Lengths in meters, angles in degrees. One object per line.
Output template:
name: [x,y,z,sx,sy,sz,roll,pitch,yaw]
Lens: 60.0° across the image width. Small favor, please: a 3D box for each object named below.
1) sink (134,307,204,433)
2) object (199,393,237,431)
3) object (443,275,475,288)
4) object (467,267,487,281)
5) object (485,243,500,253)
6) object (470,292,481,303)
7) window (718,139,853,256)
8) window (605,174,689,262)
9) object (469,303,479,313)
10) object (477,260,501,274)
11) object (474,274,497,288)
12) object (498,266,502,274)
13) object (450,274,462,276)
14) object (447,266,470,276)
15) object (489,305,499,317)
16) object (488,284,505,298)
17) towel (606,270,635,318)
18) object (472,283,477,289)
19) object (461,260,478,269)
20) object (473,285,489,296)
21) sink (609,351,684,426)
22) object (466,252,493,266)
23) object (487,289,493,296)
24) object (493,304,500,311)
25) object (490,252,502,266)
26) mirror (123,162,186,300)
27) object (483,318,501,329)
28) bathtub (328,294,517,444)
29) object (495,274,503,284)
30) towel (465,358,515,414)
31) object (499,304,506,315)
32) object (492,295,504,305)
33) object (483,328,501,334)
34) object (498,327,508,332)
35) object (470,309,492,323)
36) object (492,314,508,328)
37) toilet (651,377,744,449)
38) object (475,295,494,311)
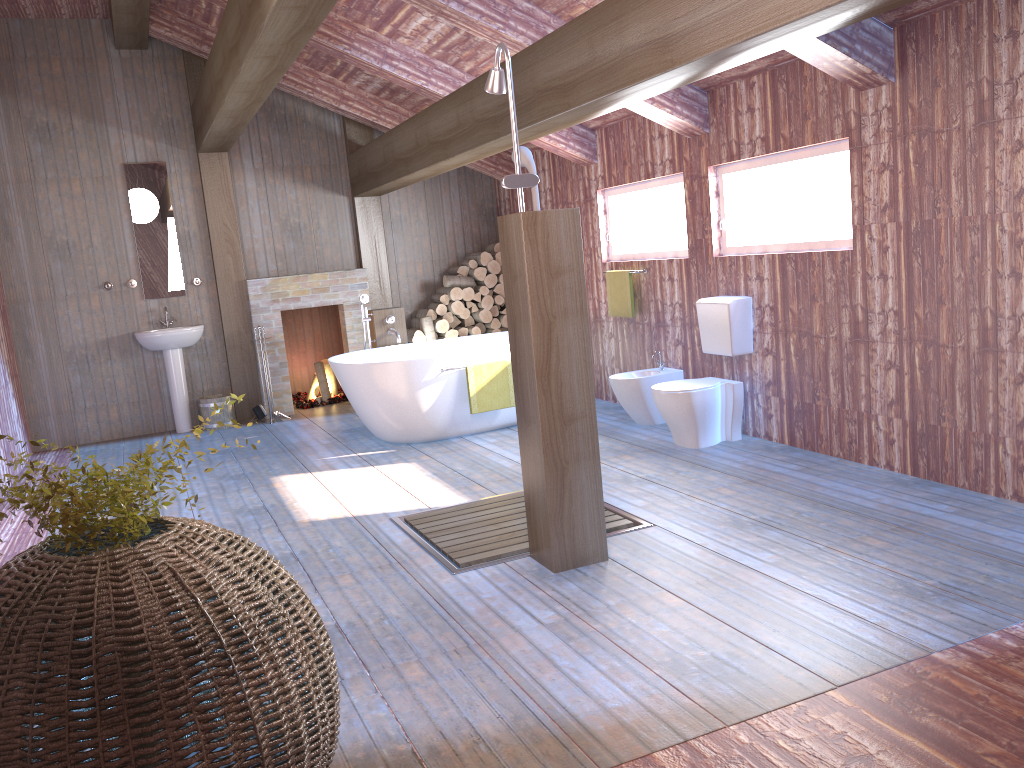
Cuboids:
sink: [-3.003,-0.120,7.921,0.582,1.143,0.475,-9,9,-23]
object: [-2.678,0.255,8.074,0.309,0.290,0.308,-7,9,-12]
object: [-0.525,-1.006,8.738,0.302,0.157,0.121,-9,9,-21]
object: [-0.397,-1.108,8.913,0.139,0.148,0.458,-9,9,-22]
object: [-0.183,-1.366,8.997,0.104,0.121,0.270,-9,9,-21]
object: [-0.430,-0.861,8.902,0.109,0.124,0.424,-9,9,-23]
window: [1.621,-1.074,5.256,0.054,0.587,1.255,-9,9,-21]
window: [1.035,-1.232,6.679,0.054,0.587,1.255,-9,9,-21]
object: [-0.420,-0.774,8.924,0.085,0.096,0.280,-9,9,-21]
object: [-0.269,-1.173,8.943,0.141,0.143,0.437,-9,9,-24]
object: [-0.292,-1.033,8.948,0.143,0.151,0.440,-9,9,-22]
object: [-0.193,-1.161,9.086,0.132,0.119,0.319,-9,9,-21]
object: [-0.579,-1.034,8.928,0.113,0.130,0.291,-9,9,-21]
object: [-0.539,-1.126,8.936,0.140,0.121,0.319,-9,9,-21]
object: [-0.243,-0.744,8.984,0.111,0.118,0.302,-9,9,-23]
object: [-0.195,-0.949,9.030,0.172,0.151,0.482,-9,9,-21]
towel: [0.841,-0.701,6.903,0.032,0.361,0.370,-9,9,-22]
object: [-0.466,-1.005,8.981,0.121,0.124,0.291,-9,9,-21]
object: [-0.425,-1.197,8.861,0.094,0.097,0.227,-9,9,-21]
object: [-0.355,-0.944,8.926,0.102,0.109,0.438,-9,9,-22]
sink: [0.957,0.036,6.422,0.515,0.517,0.335,-9,9,-21]
object: [-0.332,-1.257,8.926,0.135,0.139,0.456,-9,9,-21]
object: [-0.275,-0.906,8.944,0.095,0.090,0.278,-9,9,-21]
object: [-0.183,-0.780,9.007,0.065,0.069,0.177,-9,9,-23]
object: [-0.185,-1.265,8.990,0.133,0.142,0.456,-9,9,-21]
mirror: [-3.191,-1.369,7.932,0.350,1.199,0.009,-9,9,-22]
object: [-0.227,-0.617,8.993,0.114,0.113,0.301,-9,9,-24]
bathtub: [-0.434,-0.197,6.906,1.935,1.109,1.460,-6,8,0]
object: [-0.165,-1.065,8.997,0.089,0.106,0.437,-9,9,-21]
towel: [-0.148,0.014,6.426,0.370,0.361,0.032,-10,9,-26]
object: [-0.133,-0.763,9.045,0.115,0.112,0.423,-9,9,-22]
object: [-0.207,-0.861,9.000,0.102,0.109,0.438,-9,9,-22]
object: [-0.213,-0.511,9.006,0.116,0.117,0.289,-9,9,-24]
object: [-0.161,-0.541,9.166,0.118,0.106,0.319,-9,9,-24]
object: [-0.351,-0.692,8.958,0.141,0.143,0.437,-9,9,-24]
object: [-0.125,-0.648,9.069,0.137,0.133,0.437,-9,9,-24]
toilet: [1.159,0.190,5.668,0.534,0.400,0.375,-9,9,-21]
object: [-0.324,-0.821,8.957,0.136,0.157,0.439,-9,9,-21]
